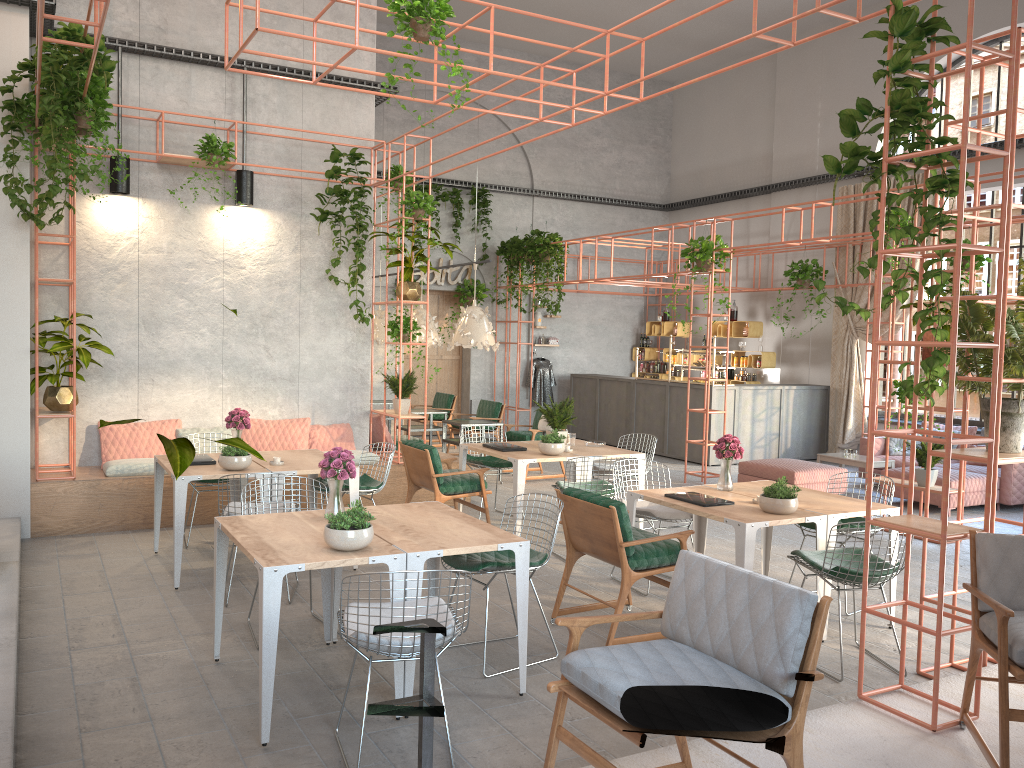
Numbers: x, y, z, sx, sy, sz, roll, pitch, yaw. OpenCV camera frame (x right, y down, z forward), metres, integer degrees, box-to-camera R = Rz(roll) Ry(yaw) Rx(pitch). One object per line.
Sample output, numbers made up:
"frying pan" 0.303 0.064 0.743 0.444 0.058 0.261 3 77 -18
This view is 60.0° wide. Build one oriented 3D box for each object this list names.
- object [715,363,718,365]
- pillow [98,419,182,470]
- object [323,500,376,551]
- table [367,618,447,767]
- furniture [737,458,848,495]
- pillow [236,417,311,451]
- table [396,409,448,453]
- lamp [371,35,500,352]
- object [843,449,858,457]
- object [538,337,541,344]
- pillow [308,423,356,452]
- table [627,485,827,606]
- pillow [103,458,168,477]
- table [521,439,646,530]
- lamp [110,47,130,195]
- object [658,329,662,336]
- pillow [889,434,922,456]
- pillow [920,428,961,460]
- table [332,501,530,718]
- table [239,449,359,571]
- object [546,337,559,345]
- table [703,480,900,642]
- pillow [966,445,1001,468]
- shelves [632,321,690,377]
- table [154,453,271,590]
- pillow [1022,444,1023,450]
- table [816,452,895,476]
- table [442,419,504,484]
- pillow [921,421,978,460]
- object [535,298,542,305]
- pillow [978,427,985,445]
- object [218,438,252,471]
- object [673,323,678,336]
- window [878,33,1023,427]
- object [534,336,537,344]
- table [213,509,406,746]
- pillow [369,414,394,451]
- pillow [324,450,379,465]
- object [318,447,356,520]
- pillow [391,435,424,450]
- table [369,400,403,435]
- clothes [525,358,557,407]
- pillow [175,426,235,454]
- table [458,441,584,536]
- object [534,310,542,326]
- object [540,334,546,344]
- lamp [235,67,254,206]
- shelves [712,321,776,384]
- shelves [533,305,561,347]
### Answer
"object" 3.228 -0.325 14.149 0.152 0.058 0.095 -1 4 -38
"pillow" -3.767 0.603 9.059 0.839 0.474 0.276 -1 4 -38
"object" -0.805 0.691 4.375 0.247 0.247 0.252 0 3 -29
"table" -0.402 1.169 2.472 0.635 0.798 0.602 0 3 -29
"furniture" 3.498 1.195 11.092 0.941 0.446 0.976 0 3 -29
"pillow" -2.622 0.602 9.634 0.839 0.474 0.276 1 3 -8
"table" -1.364 0.790 13.157 0.635 0.798 0.602 0 3 -29
"lamp" -1.310 -2.541 13.020 0.704 4.052 4.456 0 3 -29
"object" 4.437 0.939 11.697 0.199 0.145 0.156 1 3 -14
"object" 0.533 -0.846 17.202 0.063 0.151 0.063 -1 4 -42
"pillow" -2.069 0.648 9.964 0.666 0.385 0.289 0 4 -33
"table" 1.403 1.213 6.016 0.694 0.830 1.205 0 3 -29
"pillow" -3.635 0.814 8.662 0.637 0.149 0.491 0 3 -28
"table" 0.665 1.037 8.784 0.694 0.830 1.214 0 3 -29
"lamp" -3.872 -2.604 8.764 0.179 1.425 0.185 0 3 -29
"object" 2.970 -1.026 17.573 0.123 0.142 0.141 0 3 -29
"pillow" 5.412 0.845 12.185 0.500 0.324 0.307 2 3 7
"pillow" 5.790 0.808 12.119 0.289 0.385 0.666 0 3 -28
"table" -0.506 1.202 5.034 0.694 0.830 1.214 0 3 -29
"table" -1.813 1.043 7.432 0.694 0.830 1.214 0 3 -29
"object" 0.792 -0.841 17.354 0.219 0.149 0.129 0 3 -29
"table" 2.012 1.211 6.354 0.694 0.830 1.214 0 3 -29
"pillow" 6.059 0.890 11.358 0.479 0.317 0.441 4 4 43
"shelves" 3.042 -0.315 17.592 0.328 1.838 1.750 0 3 -29
"table" -2.422 1.045 7.094 0.694 0.830 1.205 0 3 -29
"pillow" 6.227 0.897 10.935 0.308 0.349 0.495 3 3 21
"table" 4.517 1.188 11.693 0.520 0.455 0.916 0 3 -29
"table" -0.525 0.892 11.620 0.635 0.798 0.602 0 3 -29
"pillow" 5.929 0.777 12.178 0.276 0.474 0.839 0 3 -28
"object" 0.510 -1.591 17.138 0.133 0.145 0.133 3 3 23
"pillow" 6.352 0.831 11.379 0.273 0.476 0.836 0 3 -28
"object" -2.113 0.532 6.770 0.248 0.247 0.254 0 3 -29
"object" 3.208 -1.063 17.267 0.137 0.261 0.137 2 3 7
"window" 6.957 -2.131 12.469 0.089 5.538 4.127 0 3 -29
"object" 0.466 -0.853 17.189 0.055 0.164 0.092 1 3 -10
"table" -1.114 1.204 4.698 0.694 0.830 1.205 0 3 -29
"pillow" -1.720 0.564 10.847 0.276 0.474 0.839 -1 4 -38
"pillow" -1.821 0.809 9.652 0.637 0.149 0.491 0 3 -28
"object" -0.997 0.566 5.069 0.213 0.414 0.225 -1 4 -36
"pillow" -1.405 0.742 11.153 0.491 0.149 0.637 0 3 -28
"table" -2.203 0.688 14.695 0.635 0.798 0.602 0 3 -29
"clothes" 0.587 -0.013 17.279 0.366 0.997 0.625 4 4 41
"pillow" -3.194 0.651 9.350 0.666 0.385 0.289 0 4 -33
"table" 0.056 1.039 8.447 0.694 0.830 1.205 0 3 -29
"object" 0.504 -1.288 17.163 0.136 0.336 0.145 1 3 -15
"object" 0.605 -0.873 17.249 0.081 0.204 0.081 0 3 -28
"lamp" -2.811 -2.606 9.343 0.179 1.425 0.185 0 3 -29
"shelves" 3.960 -0.203 15.910 0.328 1.838 1.750 0 3 -29
"shelves" 0.670 -1.126 17.250 0.560 0.790 0.186 0 3 -28
